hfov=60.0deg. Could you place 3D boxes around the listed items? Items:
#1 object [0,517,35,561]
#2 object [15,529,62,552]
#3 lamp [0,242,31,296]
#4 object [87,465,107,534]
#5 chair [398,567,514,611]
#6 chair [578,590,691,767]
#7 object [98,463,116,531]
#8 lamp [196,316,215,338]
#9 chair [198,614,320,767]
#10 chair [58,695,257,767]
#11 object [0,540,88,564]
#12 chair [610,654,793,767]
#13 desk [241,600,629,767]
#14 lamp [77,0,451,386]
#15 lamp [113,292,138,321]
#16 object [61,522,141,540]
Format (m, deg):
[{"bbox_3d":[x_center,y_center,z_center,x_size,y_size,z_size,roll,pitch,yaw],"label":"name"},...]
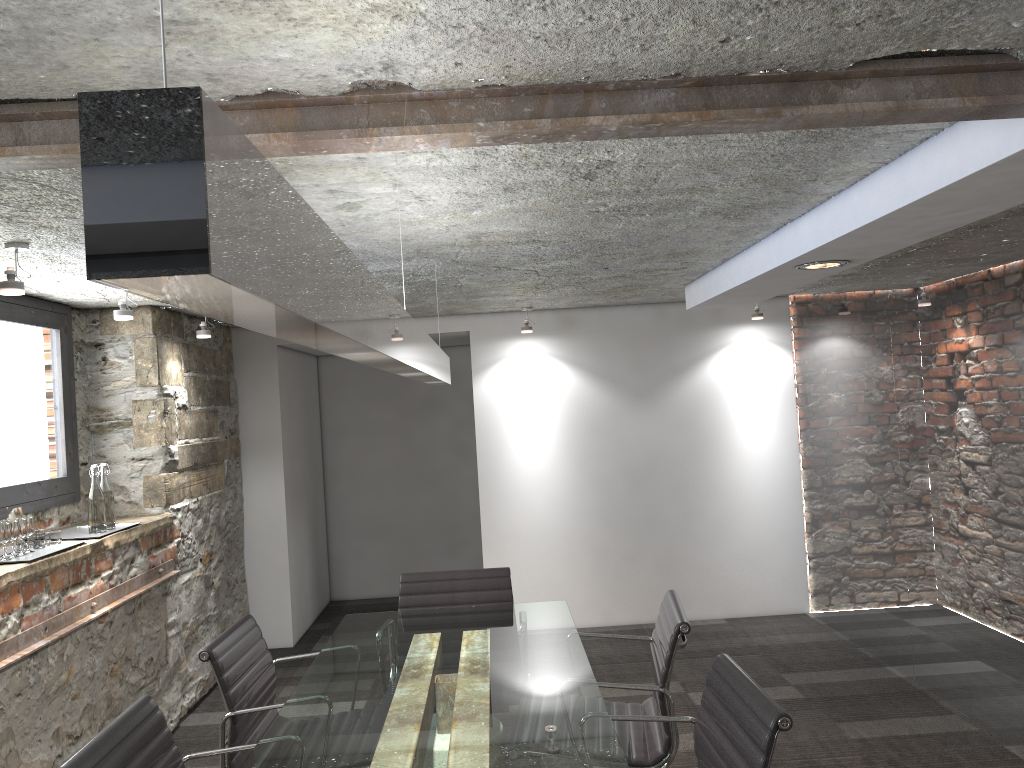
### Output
[{"bbox_3d":[-1.864,0.574,3.285,0.108,0.131,0.218,-3,-1,-3],"label":"object"},{"bbox_3d":[-1.875,0.609,3.499,0.111,0.072,0.191,-4,-1,6],"label":"object"},{"bbox_3d":[-1.614,-0.372,2.875,0.077,0.165,0.098,-4,-1,32],"label":"lamp"},{"bbox_3d":[-1.834,0.507,3.912,0.073,0.300,0.073,-3,-1,-33],"label":"object"},{"bbox_3d":[-0.218,1.209,3.517,0.693,0.837,0.667,-3,-1,-9],"label":"chair"},{"bbox_3d":[0.303,1.167,2.967,0.667,0.837,0.693,-3,-1,-3],"label":"chair"},{"bbox_3d":[-1.837,0.509,4.005,0.073,0.300,0.073,-3,-1,-33],"label":"object"},{"bbox_3d":[-1.659,-0.331,4.788,0.077,0.165,0.098,-4,-1,32],"label":"lamp"},{"bbox_3d":[-0.653,1.224,2.961,0.667,0.837,0.693,-3,-1,-10],"label":"chair"},{"bbox_3d":[-0.650,1.206,2.081,0.667,0.837,0.693,-3,-1,-11],"label":"chair"},{"bbox_3d":[-1.877,0.646,3.386,0.310,0.007,0.457,-3,-1,-1],"label":"object"},{"bbox_3d":[0.326,1.149,2.120,0.667,0.837,0.693,-3,-1,-12],"label":"chair"},{"bbox_3d":[-0.172,1.242,2.079,0.909,0.711,3.154,-3,-1,-1],"label":"desk"},{"bbox_3d":[-0.268,-0.291,2.108,0.073,0.524,3.159,-3,-1,-1],"label":"lamp"},{"bbox_3d":[-1.634,-0.354,3.746,0.077,0.165,0.098,-4,-1,32],"label":"lamp"},{"bbox_3d":[-1.891,0.658,3.949,0.310,0.007,0.457,-3,-1,-1],"label":"object"}]
